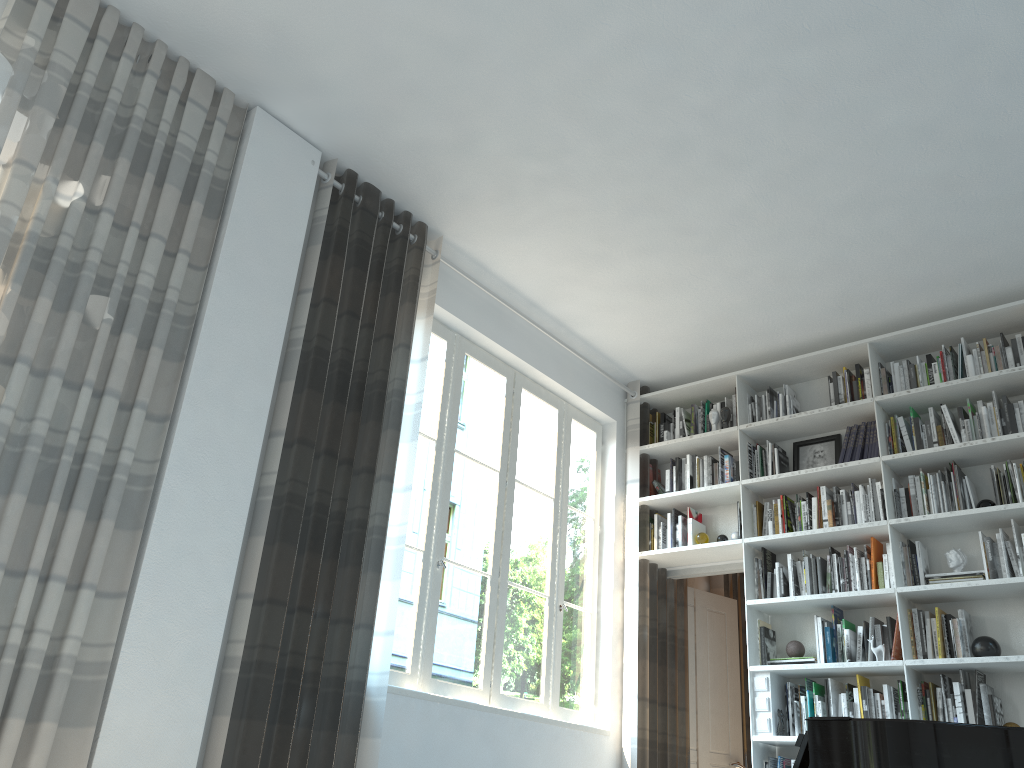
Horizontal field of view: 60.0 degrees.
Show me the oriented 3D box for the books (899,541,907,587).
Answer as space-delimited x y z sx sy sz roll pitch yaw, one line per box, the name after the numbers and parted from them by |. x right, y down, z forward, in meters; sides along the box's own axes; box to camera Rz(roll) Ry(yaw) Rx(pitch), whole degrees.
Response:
2.161 1.018 4.839 0.012 0.283 0.160 -16 -32 36 | books

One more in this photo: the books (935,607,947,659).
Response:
2.228 1.309 4.577 0.026 0.273 0.190 -16 -32 36 | books

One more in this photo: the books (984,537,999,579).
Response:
2.484 0.930 4.562 0.030 0.246 0.175 -16 -32 36 | books

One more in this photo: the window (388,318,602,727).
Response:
-0.041 0.801 5.035 0.073 1.999 1.989 -16 -32 36 | window

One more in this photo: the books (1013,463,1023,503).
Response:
2.648 0.554 4.601 0.013 0.242 0.189 -16 -32 36 | books

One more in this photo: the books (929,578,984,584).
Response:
2.338 1.048 4.645 0.254 0.012 0.161 -13 -31 32 | books

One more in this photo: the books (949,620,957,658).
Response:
2.284 1.332 4.538 0.011 0.207 0.180 -16 -32 36 | books

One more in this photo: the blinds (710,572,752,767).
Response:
1.702 2.025 6.614 0.140 3.215 0.778 -16 -32 36 | blinds

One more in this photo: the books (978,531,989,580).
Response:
2.464 0.922 4.592 0.012 0.283 0.160 -16 -32 36 | books

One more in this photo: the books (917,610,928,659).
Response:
2.176 1.338 4.645 0.026 0.273 0.155 -16 -32 36 | books

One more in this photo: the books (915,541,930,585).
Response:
2.224 1.000 4.784 0.021 0.276 0.137 -16 -32 36 | books

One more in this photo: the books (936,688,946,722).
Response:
2.174 1.665 4.454 0.042 0.247 0.163 -16 -32 36 | books

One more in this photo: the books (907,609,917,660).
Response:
2.136 1.347 4.683 0.012 0.283 0.160 -16 -32 36 | books

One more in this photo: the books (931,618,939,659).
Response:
2.220 1.343 4.596 0.025 0.227 0.153 -16 -32 36 | books

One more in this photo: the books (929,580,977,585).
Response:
2.339 1.060 4.641 0.254 0.012 0.161 -13 -31 32 | books

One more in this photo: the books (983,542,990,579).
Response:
2.479 0.948 4.583 0.010 0.230 0.155 -16 -32 36 | books

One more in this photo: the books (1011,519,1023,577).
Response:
2.591 0.868 4.512 0.010 0.328 0.174 -16 -32 36 | books

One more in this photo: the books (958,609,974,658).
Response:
2.330 1.299 4.531 0.028 0.264 0.145 -16 -32 36 | books

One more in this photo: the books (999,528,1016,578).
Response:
2.538 0.898 4.532 0.012 0.284 0.168 -16 -32 36 | books

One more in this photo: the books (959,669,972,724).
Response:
2.279 1.607 4.421 0.013 0.337 0.138 -16 -32 36 | books

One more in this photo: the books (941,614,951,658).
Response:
2.256 1.326 4.572 0.014 0.242 0.153 -16 -32 36 | books

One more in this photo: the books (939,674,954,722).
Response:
2.197 1.629 4.450 0.014 0.312 0.166 -16 -32 36 | books

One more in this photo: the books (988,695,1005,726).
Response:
2.364 1.633 4.314 0.023 0.211 0.160 -16 -32 36 | books

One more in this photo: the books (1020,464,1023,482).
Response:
2.683 0.553 4.605 0.017 0.252 0.140 -16 -32 36 | books

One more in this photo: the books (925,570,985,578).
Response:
2.342 1.016 4.661 0.285 0.012 0.160 -13 -31 32 | books

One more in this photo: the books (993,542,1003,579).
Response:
2.522 0.944 4.562 0.024 0.226 0.138 -16 -32 36 | books

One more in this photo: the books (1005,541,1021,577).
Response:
2.570 0.925 4.513 0.048 0.223 0.150 -16 -32 36 | books

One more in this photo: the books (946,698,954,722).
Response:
2.211 1.680 4.417 0.024 0.195 0.157 -16 -32 36 | books

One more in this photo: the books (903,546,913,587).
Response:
2.170 1.024 4.819 0.024 0.256 0.134 -16 -32 36 | books

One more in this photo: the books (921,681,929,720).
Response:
2.123 1.666 4.504 0.013 0.282 0.147 -16 -32 36 | books

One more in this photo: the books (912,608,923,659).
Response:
2.153 1.337 4.659 0.025 0.283 0.146 -16 -32 36 | books

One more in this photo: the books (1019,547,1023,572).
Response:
2.609 0.933 4.482 0.025 0.188 0.140 -16 -32 36 | books

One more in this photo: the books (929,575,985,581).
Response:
2.342 1.038 4.653 0.254 0.012 0.161 -14 -31 33 | books

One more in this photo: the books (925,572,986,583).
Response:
2.344 1.028 4.660 0.285 0.012 0.160 -17 -33 38 | books

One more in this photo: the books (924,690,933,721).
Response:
2.137 1.680 4.480 0.030 0.238 0.157 -16 -32 36 | books

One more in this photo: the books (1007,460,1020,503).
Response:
2.653 0.552 4.648 0.033 0.286 0.155 -16 -32 36 | books

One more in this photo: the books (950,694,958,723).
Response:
2.227 1.664 4.405 0.021 0.214 0.172 -16 -32 36 | books

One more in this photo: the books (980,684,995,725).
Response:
2.337 1.610 4.329 0.027 0.260 0.164 -16 -32 36 | books

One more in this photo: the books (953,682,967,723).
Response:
2.246 1.634 4.400 0.027 0.268 0.185 -16 -32 36 | books

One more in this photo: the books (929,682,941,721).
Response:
2.149 1.657 4.469 0.012 0.271 0.182 -16 -32 36 | books

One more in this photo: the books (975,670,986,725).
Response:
2.311 1.590 4.367 0.050 0.326 0.167 -16 -32 36 | books

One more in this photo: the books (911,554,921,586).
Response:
2.204 1.039 4.790 0.034 0.208 0.137 -16 -32 36 | books

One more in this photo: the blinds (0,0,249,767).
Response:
-1.595 -0.013 2.970 0.183 3.245 1.029 -15 -32 35 | blinds

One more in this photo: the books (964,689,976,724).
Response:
2.287 1.644 4.382 0.029 0.239 0.136 -16 -32 36 | books

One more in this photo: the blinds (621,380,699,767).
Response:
0.968 1.576 5.803 0.140 3.215 0.778 -16 -32 36 | blinds

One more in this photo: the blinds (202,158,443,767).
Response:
-0.771 0.513 3.881 0.140 3.215 0.778 -16 -32 36 | blinds

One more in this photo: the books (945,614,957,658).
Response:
2.283 1.326 4.572 0.028 0.246 0.143 -16 -32 36 | books

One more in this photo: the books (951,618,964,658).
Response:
2.297 1.322 4.526 0.028 0.215 0.175 -16 -32 36 | books

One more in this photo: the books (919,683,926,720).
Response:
2.119 1.676 4.517 0.013 0.274 0.147 -16 -32 36 | books

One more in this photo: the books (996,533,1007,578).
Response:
2.532 0.915 4.546 0.022 0.266 0.151 -16 -32 36 | books

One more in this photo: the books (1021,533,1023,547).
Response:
2.620 0.894 4.466 0.028 0.246 0.170 -16 -32 36 | books

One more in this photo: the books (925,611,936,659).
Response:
2.195 1.333 4.620 0.036 0.262 0.167 -16 -32 36 | books

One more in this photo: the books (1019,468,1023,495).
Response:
2.679 0.568 4.618 0.011 0.235 0.131 -16 -32 36 | books

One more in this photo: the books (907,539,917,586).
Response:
2.196 1.008 4.829 0.011 0.296 0.136 -16 -32 36 | books

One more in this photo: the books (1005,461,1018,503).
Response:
2.631 0.558 4.649 0.005 0.274 0.157 -16 -32 36 | books
